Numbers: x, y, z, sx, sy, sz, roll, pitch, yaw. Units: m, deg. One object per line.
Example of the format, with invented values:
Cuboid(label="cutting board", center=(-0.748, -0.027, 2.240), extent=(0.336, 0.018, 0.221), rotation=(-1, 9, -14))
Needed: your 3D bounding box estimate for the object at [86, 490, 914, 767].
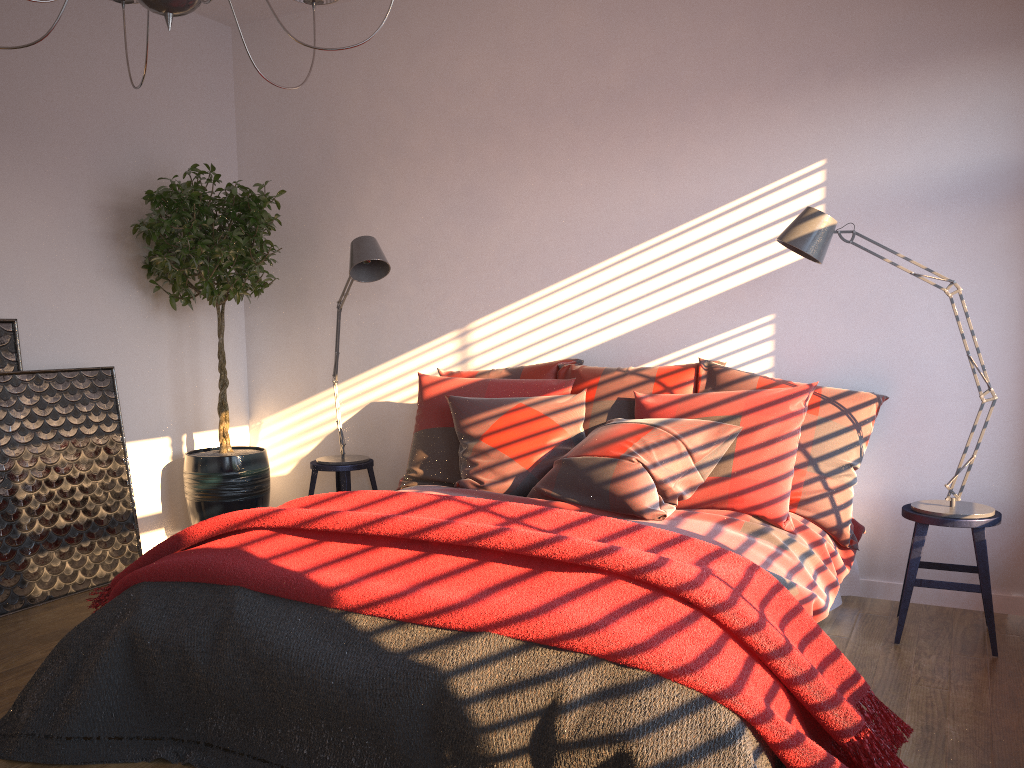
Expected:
Cuboid(label="object", center=(-0.241, 0.701, 2.594), extent=(2.642, 0.664, 0.680), rotation=(1, 5, 28))

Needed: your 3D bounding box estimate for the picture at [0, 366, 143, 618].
Cuboid(label="picture", center=(-2.128, 0.458, 3.881), extent=(0.210, 1.033, 1.020), rotation=(3, 6, 27))

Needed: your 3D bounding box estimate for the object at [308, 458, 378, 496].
Cuboid(label="object", center=(-0.900, 0.651, 4.743), extent=(0.338, 0.483, 0.340), rotation=(2, 6, 27))

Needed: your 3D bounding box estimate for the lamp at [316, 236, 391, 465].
Cuboid(label="lamp", center=(-0.811, -0.139, 4.422), extent=(0.279, 1.134, 0.785), rotation=(-3, 6, -22))

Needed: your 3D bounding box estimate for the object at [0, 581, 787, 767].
Cuboid(label="object", center=(-0.273, 0.740, 2.455), extent=(2.504, 0.571, 1.117), rotation=(1, 5, 27))

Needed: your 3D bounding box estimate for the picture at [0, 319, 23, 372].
Cuboid(label="picture", center=(-2.475, 0.374, 3.445), extent=(0.172, 1.259, 1.243), rotation=(3, 6, 27))

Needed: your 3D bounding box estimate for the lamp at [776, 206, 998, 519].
Cuboid(label="lamp", center=(1.384, -0.096, 3.299), extent=(0.788, 1.134, 0.278), rotation=(1, 7, 19))

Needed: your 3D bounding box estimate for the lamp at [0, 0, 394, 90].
Cuboid(label="lamp", center=(-0.825, -1.340, 2.061), extent=(1.100, 1.085, 1.241), rotation=(2, 6, 27))

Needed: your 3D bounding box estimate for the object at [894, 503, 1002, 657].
Cuboid(label="object", center=(1.631, 0.709, 3.318), extent=(0.338, 0.483, 0.340), rotation=(2, 6, 25))

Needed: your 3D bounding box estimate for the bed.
Cuboid(label="bed", center=(0.085, 0.594, 3.160), extent=(2.034, 0.774, 2.303), rotation=(1, 4, 27))

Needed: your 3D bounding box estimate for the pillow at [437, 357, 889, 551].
Cuboid(label="pillow", center=(0.367, 0.271, 3.664), extent=(2.140, 0.738, 1.139), rotation=(1, 5, 25))

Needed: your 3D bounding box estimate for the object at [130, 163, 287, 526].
Cuboid(label="object", center=(-1.568, -0.105, 4.626), extent=(0.812, 2.031, 0.797), rotation=(3, 7, 30))

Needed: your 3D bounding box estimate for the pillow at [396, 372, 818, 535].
Cuboid(label="pillow", center=(0.311, 0.239, 3.727), extent=(1.813, 0.554, 0.525), rotation=(1, 5, 28))
